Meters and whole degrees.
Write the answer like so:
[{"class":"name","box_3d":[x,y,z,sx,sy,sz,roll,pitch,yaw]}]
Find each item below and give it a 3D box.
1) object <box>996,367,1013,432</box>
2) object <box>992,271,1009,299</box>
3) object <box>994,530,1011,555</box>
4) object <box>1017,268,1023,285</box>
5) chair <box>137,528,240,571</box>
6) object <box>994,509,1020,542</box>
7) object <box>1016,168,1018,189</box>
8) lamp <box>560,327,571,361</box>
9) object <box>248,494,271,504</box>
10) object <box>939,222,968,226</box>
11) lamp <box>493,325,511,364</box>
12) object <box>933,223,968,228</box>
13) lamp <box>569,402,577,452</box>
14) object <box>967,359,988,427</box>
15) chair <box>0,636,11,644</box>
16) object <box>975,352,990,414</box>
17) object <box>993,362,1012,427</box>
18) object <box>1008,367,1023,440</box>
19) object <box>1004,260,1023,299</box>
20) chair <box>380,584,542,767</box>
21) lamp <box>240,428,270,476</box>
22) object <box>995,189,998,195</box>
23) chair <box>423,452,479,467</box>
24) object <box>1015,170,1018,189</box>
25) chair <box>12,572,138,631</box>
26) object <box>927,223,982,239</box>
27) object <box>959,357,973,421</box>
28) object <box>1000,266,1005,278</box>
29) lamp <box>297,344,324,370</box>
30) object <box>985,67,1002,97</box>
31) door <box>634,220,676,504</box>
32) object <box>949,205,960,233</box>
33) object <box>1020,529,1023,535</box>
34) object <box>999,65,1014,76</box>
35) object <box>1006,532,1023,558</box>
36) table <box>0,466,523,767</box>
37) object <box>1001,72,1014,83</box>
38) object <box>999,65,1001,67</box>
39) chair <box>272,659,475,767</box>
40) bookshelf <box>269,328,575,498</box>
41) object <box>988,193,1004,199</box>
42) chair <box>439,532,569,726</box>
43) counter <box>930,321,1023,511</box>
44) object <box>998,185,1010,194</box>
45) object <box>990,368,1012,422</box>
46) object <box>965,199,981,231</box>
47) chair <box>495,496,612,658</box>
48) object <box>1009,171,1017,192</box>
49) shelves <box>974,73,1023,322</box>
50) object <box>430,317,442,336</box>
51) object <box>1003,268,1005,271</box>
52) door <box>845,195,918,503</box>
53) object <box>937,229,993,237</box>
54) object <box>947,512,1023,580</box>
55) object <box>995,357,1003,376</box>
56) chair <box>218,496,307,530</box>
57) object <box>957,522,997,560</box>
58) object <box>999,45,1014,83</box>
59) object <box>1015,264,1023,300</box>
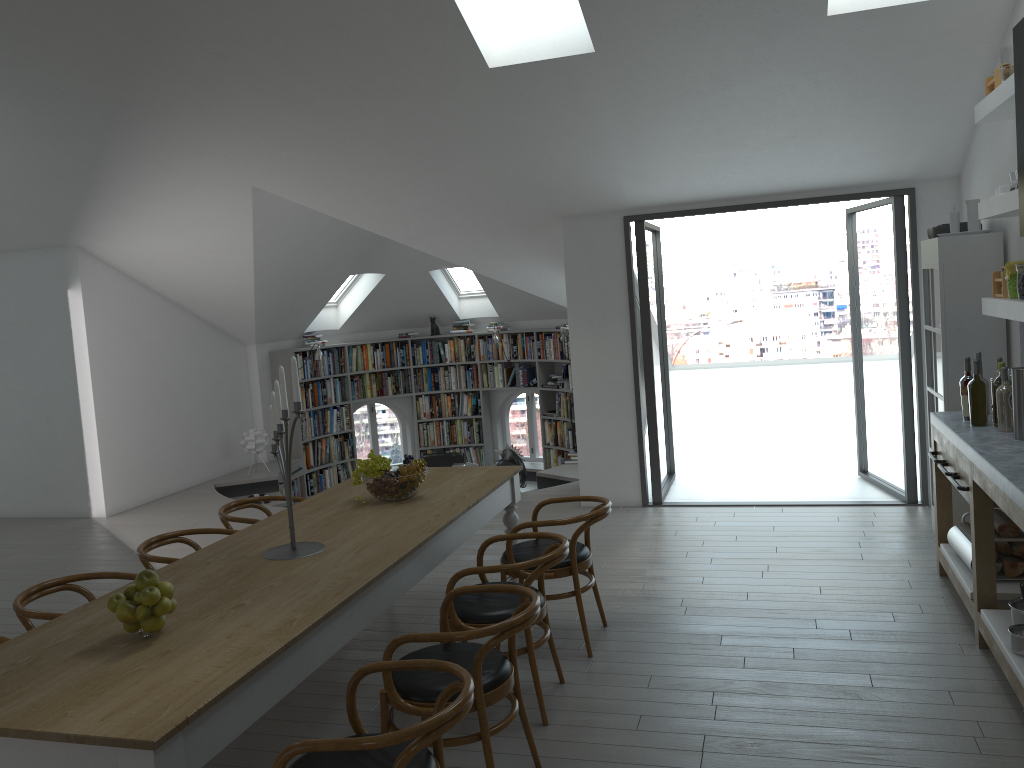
[{"class":"object","box_3d":[2.482,0.079,4.458,0.085,0.330,0.085,-2,5,25]},{"class":"object","box_3d":[2.731,-0.549,4.865,0.120,0.146,0.238,-3,5,17]},{"class":"object","box_3d":[2.537,0.811,4.698,0.101,0.086,0.363,-3,6,14]},{"class":"object","box_3d":[2.525,-0.487,4.222,0.207,0.177,0.103,0,6,39]},{"class":"chair","box_3d":[-1.546,1.142,4.505,0.621,0.733,0.529,-3,5,17]},{"class":"object","box_3d":[2.598,0.747,4.712,0.104,0.102,0.292,-3,6,14]},{"class":"object","box_3d":[2.532,-1.017,4.401,0.064,0.124,0.068,-4,4,11]},{"class":"lamp","box_3d":[0.715,-0.426,10.485,0.275,0.524,0.112,-4,4,8]},{"class":"object","box_3d":[-2.742,1.249,9.610,0.218,0.082,0.473,-6,6,-20]},{"class":"object","box_3d":[2.877,-0.984,5.766,0.170,0.119,0.171,-3,5,17]},{"class":"lamp","box_3d":[-0.147,-0.523,11.914,0.113,0.565,0.358,-3,5,24]},{"class":"object","box_3d":[2.878,-0.975,5.766,0.238,0.119,0.239,-3,6,17]},{"class":"lamp","box_3d":[0.784,0.394,9.551,0.322,0.659,0.234,-2,5,32]},{"class":"object","box_3d":[2.452,0.050,4.668,0.092,0.358,0.093,-7,5,-29]},{"class":"chair","box_3d":[-2.039,1.314,3.144,0.621,0.733,0.529,-3,5,20]},{"class":"object","box_3d":[2.637,-0.002,5.003,0.085,0.359,0.089,-1,5,38]},{"class":"object","box_3d":[2.541,0.056,4.588,0.092,0.338,0.092,-1,5,35]},{"class":"object","box_3d":[2.458,0.091,4.248,0.114,0.339,0.165,-3,5,20]},{"class":"object","box_3d":[2.638,-0.544,4.618,0.128,0.199,0.164,-3,5,12]},{"class":"chair","box_3d":[-0.175,1.160,3.281,0.621,0.733,0.529,-3,5,20]},{"class":"lamp","box_3d":[-2.970,0.778,10.281,0.305,0.524,0.306,-4,4,5]},{"class":"object","box_3d":[2.703,-1.049,4.897,0.057,0.061,0.058,-3,5,16]},{"class":"chair","box_3d":[-0.863,1.212,10.409,0.823,0.718,0.743,-3,5,12]},{"class":"object","box_3d":[2.571,-1.027,4.478,0.064,0.124,0.068,-4,4,11]},{"class":"chair","box_3d":[-1.768,1.227,3.815,0.621,0.733,0.529,-3,5,12]},{"class":"object","box_3d":[2.878,-0.965,5.767,0.298,0.119,0.299,-3,6,17]},{"class":"object","box_3d":[2.505,0.031,4.857,0.092,0.358,0.093,-8,5,-39]},{"class":"object","box_3d":[2.747,-0.619,4.926,0.058,0.075,0.059,0,6,40]},{"class":"lamp","box_3d":[-2.549,-0.342,11.063,0.413,0.311,0.117,-3,4,14]},{"class":"object","box_3d":[2.650,-1.615,4.791,0.120,0.146,0.238,-3,5,17]},{"class":"door","box_3d":[1.273,-0.227,7.810,0.080,2.342,1.054,-3,4,17]},{"class":"object","box_3d":[2.746,-1.016,5.499,0.054,0.196,0.054,-1,5,42]},{"class":"object","box_3d":[2.701,0.794,4.622,0.071,0.072,0.423,-3,6,14]},{"class":"object","box_3d":[2.497,-1.547,4.469,0.071,0.098,0.071,-6,5,-19]},{"class":"object","box_3d":[2.633,0.820,4.662,0.115,0.079,0.436,-3,6,14]},{"class":"table","box_3d":[-0.866,1.109,3.966,1.018,0.797,3.358,-3,6,17]},{"class":"object","box_3d":[2.547,-1.550,4.535,0.077,0.085,0.077,-8,6,-40]},{"class":"object","box_3d":[2.628,-1.670,4.724,0.058,0.075,0.059,0,6,40]},{"class":"chair","box_3d":[-0.390,1.244,2.593,0.621,0.733,0.529,-3,5,13]},{"class":"bookshelf","box_3d":[-0.625,0.311,11.592,4.331,1.876,2.114,-3,5,17]},{"class":"object","box_3d":[2.682,-1.018,4.828,0.113,0.025,0.295,-3,6,17]},{"class":"chair","box_3d":[-0.026,1.078,3.993,0.621,0.733,0.529,-3,5,14]},{"class":"counter","box_3d":[1.972,0.282,1.930,0.961,0.618,6.594,-3,6,17]},{"class":"object","box_3d":[2.680,-1.046,4.826,0.054,0.071,0.054,-3,5,16]},{"class":"object","box_3d":[2.652,0.058,4.719,0.183,0.285,0.184,0,6,41]},{"class":"object","box_3d":[2.825,-1.022,5.428,0.072,0.210,0.071,-1,5,40]},{"class":"chair","box_3d":[0.238,0.991,4.668,0.621,0.733,0.529,-3,5,17]},{"class":"object","box_3d":[2.603,-1.040,4.584,0.064,0.124,0.068,-4,4,11]},{"class":"shelves","box_3d":[2.268,-0.584,2.296,0.480,1.358,5.565,-3,6,11]},{"class":"object","box_3d":[-1.071,-0.808,12.384,0.147,0.264,0.202,-3,5,14]},{"class":"object","box_3d":[2.728,-0.611,4.862,0.058,0.075,0.059,0,6,40]},{"class":"door","box_3d":[3.008,-0.303,7.259,0.080,2.342,1.054,-4,4,2]},{"class":"object","box_3d":[2.794,-0.926,5.470,0.295,0.025,0.151,1,7,41]},{"class":"object","box_3d":[2.572,0.850,4.645,0.429,0.231,0.529,-3,6,14]},{"class":"object","box_3d":[2.702,0.018,4.904,0.085,0.330,0.085,-2,5,25]},{"class":"chair","box_3d":[-1.379,1.059,5.211,0.621,0.733,0.529,-3,5,20]},{"class":"object","box_3d":[2.457,0.833,4.694,0.092,0.093,0.438,-3,6,14]},{"class":"object","box_3d":[2.459,-1.582,4.403,0.063,0.186,0.063,-5,4,-15]},{"class":"object","box_3d":[2.584,-0.514,4.428,0.120,0.182,0.120,-2,5,32]}]
